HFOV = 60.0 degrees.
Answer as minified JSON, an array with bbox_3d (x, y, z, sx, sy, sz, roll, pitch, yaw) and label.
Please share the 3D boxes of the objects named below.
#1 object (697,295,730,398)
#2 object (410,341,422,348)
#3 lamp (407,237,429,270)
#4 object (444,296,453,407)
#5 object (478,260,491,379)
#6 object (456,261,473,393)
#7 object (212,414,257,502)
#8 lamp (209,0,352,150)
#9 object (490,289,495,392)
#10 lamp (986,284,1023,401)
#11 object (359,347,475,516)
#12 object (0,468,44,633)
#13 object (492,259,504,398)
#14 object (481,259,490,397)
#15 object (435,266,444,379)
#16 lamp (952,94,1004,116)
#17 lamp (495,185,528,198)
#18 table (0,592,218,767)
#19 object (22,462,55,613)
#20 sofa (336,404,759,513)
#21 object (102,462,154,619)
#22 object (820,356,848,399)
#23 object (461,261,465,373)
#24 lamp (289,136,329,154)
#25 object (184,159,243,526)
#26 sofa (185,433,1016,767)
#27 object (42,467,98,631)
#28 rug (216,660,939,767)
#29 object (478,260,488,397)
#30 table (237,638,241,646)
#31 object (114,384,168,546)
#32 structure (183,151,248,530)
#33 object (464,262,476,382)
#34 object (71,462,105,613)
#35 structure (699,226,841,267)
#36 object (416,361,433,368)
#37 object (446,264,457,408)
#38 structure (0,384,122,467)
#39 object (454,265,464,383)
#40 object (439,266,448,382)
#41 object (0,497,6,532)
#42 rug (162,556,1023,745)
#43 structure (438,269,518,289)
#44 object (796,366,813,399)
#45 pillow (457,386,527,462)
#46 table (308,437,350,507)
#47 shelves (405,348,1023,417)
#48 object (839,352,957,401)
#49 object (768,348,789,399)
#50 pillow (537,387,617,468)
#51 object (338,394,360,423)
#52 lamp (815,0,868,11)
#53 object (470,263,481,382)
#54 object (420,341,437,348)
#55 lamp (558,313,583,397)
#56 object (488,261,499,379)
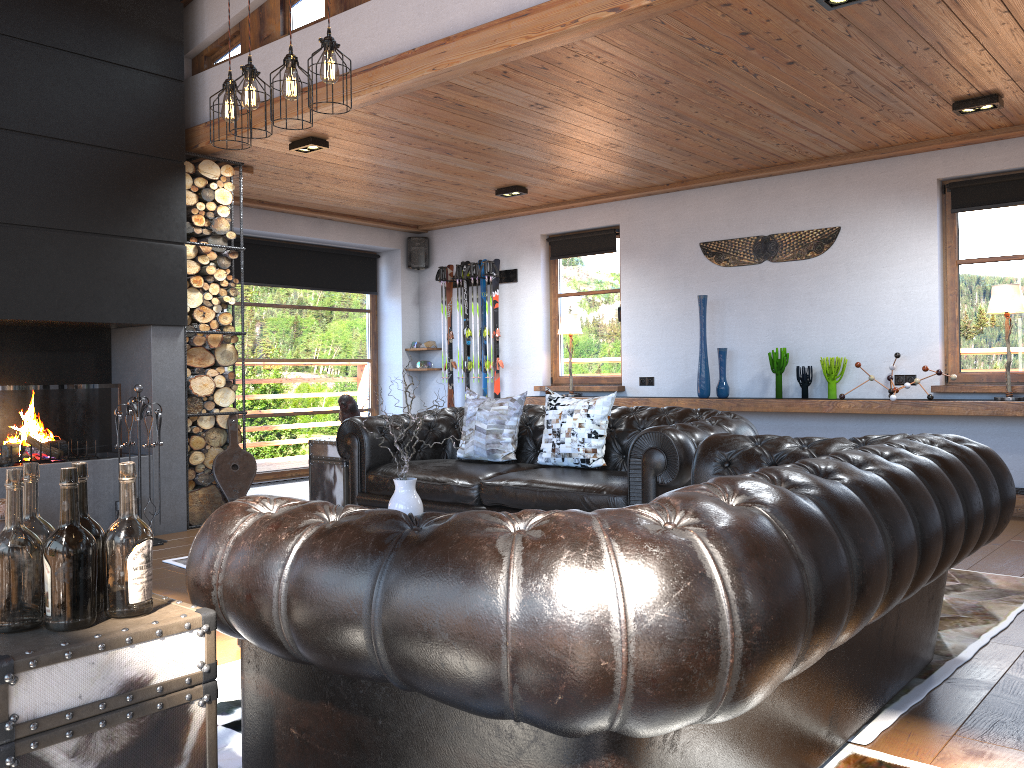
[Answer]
[{"bbox_3d":[1.683,-0.312,7.433,0.274,0.862,0.111,-1,0,-5],"label":"object"},{"bbox_3d":[-1.049,-0.436,9.907,0.187,0.084,0.161,0,1,39],"label":"object"},{"bbox_3d":[-1.048,-1.460,9.891,0.211,0.349,0.216,-1,0,40],"label":"lamp"},{"bbox_3d":[-0.701,-0.466,9.587,0.094,1.606,0.116,-1,0,40],"label":"object"},{"bbox_3d":[-0.284,-0.634,9.029,0.121,1.249,0.059,-1,0,7],"label":"object"},{"bbox_3d":[-0.510,-0.497,9.351,0.102,1.622,0.257,-1,0,37],"label":"object"},{"bbox_3d":[-1.985,0.610,6.325,0.261,0.795,0.270,-1,0,24],"label":"object"},{"bbox_3d":[-1.077,-2.208,3.922,0.794,2.201,0.264,-1,0,31],"label":"lamp"},{"bbox_3d":[-0.194,-0.468,9.161,0.094,1.606,0.116,-1,0,40],"label":"object"},{"bbox_3d":[3.502,0.059,6.241,0.243,1.481,0.639,-1,0,32],"label":"lamp"},{"bbox_3d":[-0.439,0.247,3.694,0.411,0.808,0.612,-1,0,-39],"label":"object"},{"bbox_3d":[-0.891,0.295,1.594,0.089,0.286,0.086,-1,0,-37],"label":"object"},{"bbox_3d":[-0.129,-0.482,9.091,0.094,1.606,0.116,-1,0,40],"label":"object"},{"bbox_3d":[-0.267,-0.499,9.281,0.072,1.622,0.113,-1,0,40],"label":"object"},{"bbox_3d":[-0.756,-0.633,9.434,0.058,1.249,0.122,-1,0,23],"label":"object"},{"bbox_3d":[2.870,-1.724,5.461,0.258,0.068,0.157,0,1,40],"label":"lamp"},{"bbox_3d":[-0.005,-1.715,7.879,0.258,0.068,0.157,0,1,40],"label":"lamp"},{"bbox_3d":[-0.837,0.736,1.667,0.412,0.609,0.410,-1,0,40],"label":"table"},{"bbox_3d":[-0.923,0.294,1.706,0.089,0.286,0.086,-1,0,-40],"label":"object"},{"bbox_3d":[0.201,0.560,5.366,2.535,0.838,1.254,0,1,40],"label":"sofa"},{"bbox_3d":[-0.728,0.291,1.680,0.087,0.286,0.088,-1,0,17],"label":"object"},{"bbox_3d":[2.501,-0.049,6.916,0.182,0.332,0.199,-1,0,0],"label":"object"},{"bbox_3d":[-0.505,-0.498,9.455,0.072,1.622,0.113,-1,0,40],"label":"object"},{"bbox_3d":[-1.421,-1.675,6.202,0.258,0.068,0.157,0,1,40],"label":"lamp"},{"bbox_3d":[-2.305,-0.300,6.452,0.461,2.612,0.499,-1,0,40],"label":"object"},{"bbox_3d":[0.554,0.591,2.520,1.225,0.838,2.597,0,1,40],"label":"sofa"},{"bbox_3d":[-0.799,0.293,1.603,0.088,0.286,0.087,-1,0,-10],"label":"object"},{"bbox_3d":[-0.910,1.016,1.551,2.403,0.053,3.854,0,1,41],"label":"rug"},{"bbox_3d":[-0.317,-0.499,9.337,0.072,1.622,0.113,-1,0,40],"label":"object"},{"bbox_3d":[-0.692,0.834,3.387,0.642,0.350,0.405,0,1,40],"label":"table"},{"bbox_3d":[-2.352,0.508,5.597,0.308,1.017,0.307,-1,0,-4],"label":"object"},{"bbox_3d":[-2.293,-0.307,6.451,0.506,2.617,0.508,-1,0,40],"label":"structure"},{"bbox_3d":[-0.435,-0.634,9.175,0.121,1.249,0.059,-1,0,-3],"label":"object"},{"bbox_3d":[-0.825,0.293,1.696,0.087,0.286,0.088,-1,0,18],"label":"object"},{"bbox_3d":[2.088,-1.119,7.336,1.233,0.240,0.100,0,0,40],"label":"structure"},{"bbox_3d":[-0.985,-0.217,9.854,0.189,0.084,0.350,-1,1,-14],"label":"object"},{"bbox_3d":[-0.635,-0.481,9.517,0.094,1.606,0.116,-1,0,40],"label":"object"},{"bbox_3d":[-2.888,0.263,5.540,0.181,0.514,0.994,-1,0,40],"label":"structure"},{"bbox_3d":[-0.559,-0.635,9.365,0.120,1.249,0.059,-1,0,22],"label":"object"},{"bbox_3d":[-0.736,-0.634,9.514,0.120,1.249,0.059,-1,0,22],"label":"object"},{"bbox_3d":[-2.832,0.821,4.887,0.387,0.431,0.380,-1,0,-24],"label":"object"},{"bbox_3d":[0.304,0.960,4.666,3.995,0.053,2.461,0,1,41],"label":"rug"},{"bbox_3d":[-0.429,-1.111,9.332,1.038,0.135,0.323,0,1,40],"label":"structure"},{"bbox_3d":[2.325,-0.013,7.047,0.129,0.260,0.124,-1,0,10],"label":"object"},{"bbox_3d":[-0.136,0.250,5.712,0.522,0.469,0.287,0,0,43],"label":"pillow"},{"bbox_3d":[-1.134,0.683,6.179,0.412,0.609,0.410,-1,0,40],"label":"table"},{"bbox_3d":[1.392,0.090,7.831,6.563,0.988,0.619,0,1,41],"label":"shelves"},{"bbox_3d":[2.832,-0.059,6.533,0.526,0.349,0.641,-1,1,-23],"label":"object"},{"bbox_3d":[2.146,-0.086,7.131,0.158,0.410,0.147,-1,0,9],"label":"object"},{"bbox_3d":[0.378,0.248,5.280,0.522,0.469,0.287,0,0,43],"label":"pillow"},{"bbox_3d":[-1.129,0.227,6.156,0.150,0.319,0.247,-1,0,-8],"label":"object"},{"bbox_3d":[1.449,-1.684,3.785,0.258,0.068,0.157,0,1,40],"label":"lamp"},{"bbox_3d":[-0.382,-0.635,9.216,0.120,1.249,0.059,-1,0,22],"label":"object"},{"bbox_3d":[-0.913,-0.436,9.793,0.158,0.084,0.192,0,1,39],"label":"object"},{"bbox_3d":[0.700,0.068,8.628,0.243,1.481,0.640,-1,0,44],"label":"lamp"},{"bbox_3d":[-0.182,-0.636,9.064,0.121,1.249,0.059,-1,0,2],"label":"object"}]
